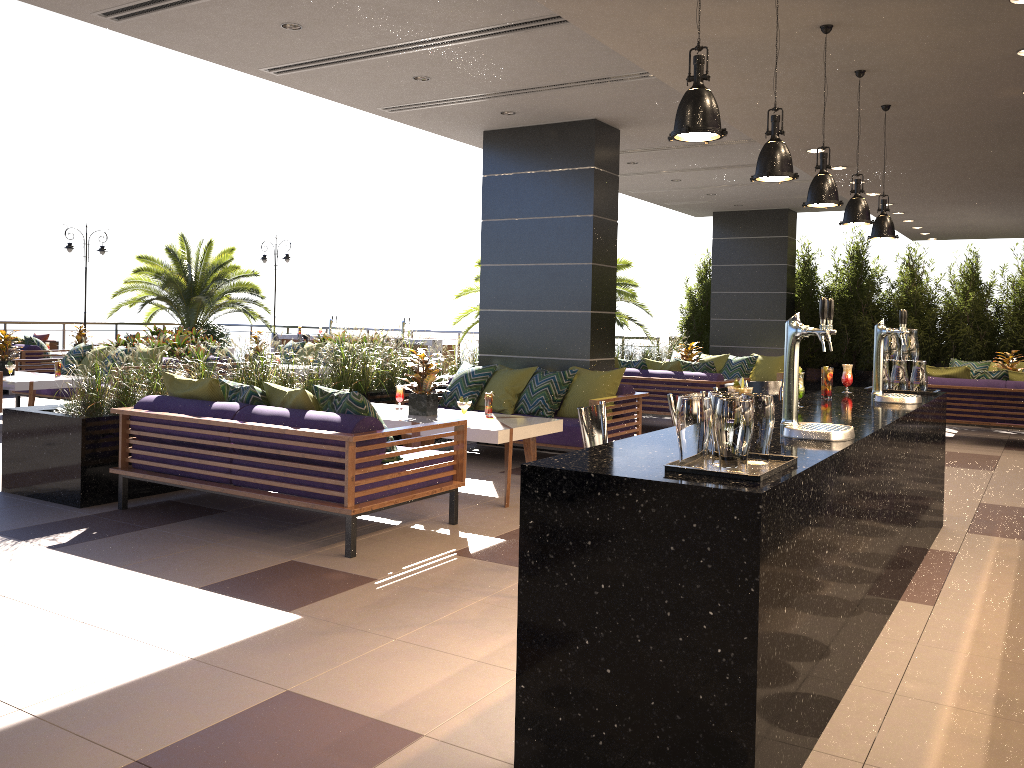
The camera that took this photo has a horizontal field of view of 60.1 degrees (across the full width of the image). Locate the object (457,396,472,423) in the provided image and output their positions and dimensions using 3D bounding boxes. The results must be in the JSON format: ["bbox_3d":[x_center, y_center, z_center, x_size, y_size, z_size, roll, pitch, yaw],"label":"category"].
[{"bbox_3d":[-0.352,0.189,6.523,0.106,0.197,0.106,0,2,-31],"label":"object"}]

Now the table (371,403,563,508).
[{"bbox_3d":[-0.721,0.519,7.038,2.039,0.553,0.942,4,4,31],"label":"table"}]

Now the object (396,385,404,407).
[{"bbox_3d":[-0.964,0.105,7.604,0.069,0.181,0.069,2,1,14],"label":"object"}]

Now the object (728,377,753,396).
[{"bbox_3d":[0.969,0.070,3.762,0.105,0.197,0.106,0,2,-31],"label":"object"}]

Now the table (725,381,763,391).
[{"bbox_3d":[2.440,0.220,12.184,2.039,0.553,0.942,4,4,31],"label":"table"}]

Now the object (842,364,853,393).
[{"bbox_3d":[2.159,-0.035,5.701,0.069,0.181,0.069,1,1,4],"label":"object"}]

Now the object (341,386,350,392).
[{"bbox_3d":[-1.337,0.118,7.099,0.069,0.211,0.069,2,1,14],"label":"object"}]

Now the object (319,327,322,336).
[{"bbox_3d":[-4.091,-1.125,18.910,0.069,0.181,0.069,1,1,4],"label":"object"}]

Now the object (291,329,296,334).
[{"bbox_3d":[-4.890,-1.120,19.805,0.105,0.209,0.105,1,1,7],"label":"object"}]

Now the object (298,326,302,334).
[{"bbox_3d":[-4.606,-1.163,19.222,0.067,0.189,0.084,1,1,-34],"label":"object"}]

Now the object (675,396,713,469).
[{"bbox_3d":[0.522,0.142,2.541,0.105,0.209,0.105,2,2,36],"label":"object"}]

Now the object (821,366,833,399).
[{"bbox_3d":[1.839,-0.009,5.187,0.084,0.189,0.067,1,1,-34],"label":"object"}]

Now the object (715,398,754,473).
[{"bbox_3d":[0.623,0.148,2.486,0.105,0.209,0.105,2,2,36],"label":"object"}]

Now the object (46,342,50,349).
[{"bbox_3d":[-8.309,-0.651,15.830,0.069,0.181,0.069,2,1,19],"label":"object"}]

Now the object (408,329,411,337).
[{"bbox_3d":[-2.052,-0.997,17.653,0.069,0.197,0.082,1,1,-22],"label":"object"}]

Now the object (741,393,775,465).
[{"bbox_3d":[0.741,0.136,2.683,0.105,0.209,0.105,2,2,36],"label":"object"}]

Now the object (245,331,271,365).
[{"bbox_3d":[-3.846,-0.549,13.415,0.425,0.526,0.430,3,3,44],"label":"object"}]

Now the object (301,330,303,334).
[{"bbox_3d":[-4.693,-1.107,19.688,0.105,0.209,0.105,1,1,7],"label":"object"}]

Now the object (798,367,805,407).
[{"bbox_3d":[1.486,0.014,4.605,0.069,0.211,0.069,2,1,14],"label":"object"}]

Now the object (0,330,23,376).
[{"bbox_3d":[-5.835,-0.362,10.187,0.425,0.526,0.431,0,3,-41],"label":"object"}]

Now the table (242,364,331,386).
[{"bbox_3d":[-3.843,-0.013,13.455,2.039,0.553,0.942,4,4,31],"label":"table"}]

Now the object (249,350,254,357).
[{"bbox_3d":[-4.161,-0.444,14.137,0.082,0.197,0.069,1,1,-17],"label":"object"}]

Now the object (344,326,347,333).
[{"bbox_3d":[-3.492,-1.100,18.542,0.069,0.211,0.069,2,1,14],"label":"object"}]

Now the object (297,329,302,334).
[{"bbox_3d":[-4.754,-1.116,19.795,0.105,0.209,0.105,1,1,7],"label":"object"}]

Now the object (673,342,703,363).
[{"bbox_3d":[2.451,-0.319,12.181,0.425,0.526,0.431,0,3,-41],"label":"object"}]

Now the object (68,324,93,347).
[{"bbox_3d":[-7.699,-0.805,15.770,0.425,0.526,0.431,0,2,-31],"label":"object"}]

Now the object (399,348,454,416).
[{"bbox_3d":[-0.713,-0.019,7.025,0.431,0.526,0.425,3,3,44],"label":"object"}]

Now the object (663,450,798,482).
[{"bbox_3d":[0.652,0.235,2.605,0.273,0.018,0.437,4,5,31],"label":"object"}]

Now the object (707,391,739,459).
[{"bbox_3d":[0.655,0.130,2.750,0.105,0.209,0.105,2,2,36],"label":"object"}]

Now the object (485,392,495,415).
[{"bbox_3d":[-0.182,0.156,7.082,0.067,0.189,0.084,1,1,-34],"label":"object"}]

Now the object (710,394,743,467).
[{"bbox_3d":[0.633,0.138,2.622,0.105,0.209,0.105,2,2,36],"label":"object"}]

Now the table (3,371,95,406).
[{"bbox_3d":[-5.834,0.176,10.214,2.039,0.553,0.942,4,4,31],"label":"table"}]

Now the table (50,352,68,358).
[{"bbox_3d":[-7.649,-0.266,15.794,2.039,0.553,0.942,4,4,31],"label":"table"}]

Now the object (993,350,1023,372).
[{"bbox_3d":[6.472,-0.181,11.505,0.425,0.526,0.431,0,3,-41],"label":"object"}]

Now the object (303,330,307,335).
[{"bbox_3d":[-4.626,-1.112,19.774,0.105,0.209,0.105,1,1,7],"label":"object"}]
